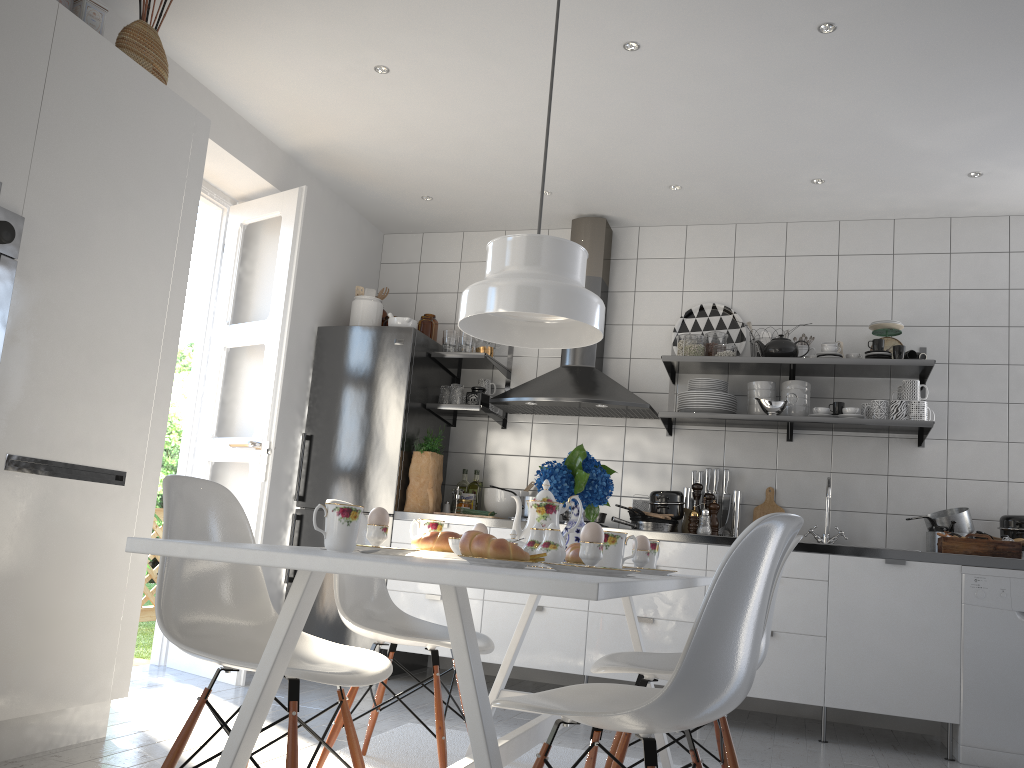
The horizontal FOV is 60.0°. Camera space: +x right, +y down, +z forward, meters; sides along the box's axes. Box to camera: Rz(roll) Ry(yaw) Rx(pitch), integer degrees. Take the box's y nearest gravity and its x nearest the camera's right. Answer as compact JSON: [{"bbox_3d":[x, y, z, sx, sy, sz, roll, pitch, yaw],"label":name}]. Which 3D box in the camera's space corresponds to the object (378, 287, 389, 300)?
[{"bbox_3d":[-0.768,-0.409,4.992,0.131,0.294,0.057,5,-8,-2],"label":"object"}]

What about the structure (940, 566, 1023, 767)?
[{"bbox_3d":[2.188,1.203,3.781,0.574,0.786,0.511,2,-9,18],"label":"structure"}]

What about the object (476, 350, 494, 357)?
[{"bbox_3d":[-0.153,-0.158,4.906,0.100,0.036,0.100,-3,-13,37],"label":"object"}]

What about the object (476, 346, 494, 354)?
[{"bbox_3d":[-0.153,-0.180,4.909,0.100,0.048,0.100,-4,-13,41],"label":"object"}]

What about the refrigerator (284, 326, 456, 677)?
[{"bbox_3d":[-0.777,0.637,4.890,0.576,1.790,0.698,2,-9,18],"label":"refrigerator"}]

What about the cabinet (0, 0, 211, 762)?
[{"bbox_3d":[-1.600,-0.046,2.406,0.513,2.084,1.386,2,-9,18],"label":"cabinet"}]

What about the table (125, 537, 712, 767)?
[{"bbox_3d":[-0.019,0.775,2.180,0.813,0.656,1.838,2,-11,18],"label":"table"}]

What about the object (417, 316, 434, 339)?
[{"bbox_3d":[-0.490,-0.304,5.023,0.093,0.153,0.094,-3,-12,40],"label":"object"}]

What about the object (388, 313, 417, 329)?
[{"bbox_3d":[-0.598,-0.321,4.862,0.159,0.109,0.174,3,-10,13],"label":"object"}]

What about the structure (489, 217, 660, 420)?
[{"bbox_3d":[0.369,-0.396,4.828,0.868,1.086,0.475,2,-9,18],"label":"structure"}]

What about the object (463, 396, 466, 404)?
[{"bbox_3d":[-0.299,0.124,5.113,0.083,0.099,0.109,7,-10,-12],"label":"object"}]

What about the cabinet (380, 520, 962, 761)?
[{"bbox_3d":[0.999,1.182,4.244,3.236,0.791,0.666,2,-10,18],"label":"cabinet"}]

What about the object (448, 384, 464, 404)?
[{"bbox_3d":[-0.303,0.062,4.836,0.086,0.119,0.086,3,-9,15],"label":"object"}]

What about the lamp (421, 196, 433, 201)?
[{"bbox_3d":[-0.470,-1.040,4.910,0.064,0.030,0.064,3,-10,11],"label":"lamp"}]

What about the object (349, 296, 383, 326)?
[{"bbox_3d":[-0.816,-0.372,4.960,0.174,0.207,0.175,3,-10,14],"label":"object"}]

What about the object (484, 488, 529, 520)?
[{"bbox_3d":[-0.035,0.671,4.855,0.248,0.174,0.248,11,-11,-31],"label":"object"}]

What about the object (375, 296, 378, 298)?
[{"bbox_3d":[-0.777,-0.387,4.994,0.051,0.245,0.115,8,-9,-17],"label":"object"}]

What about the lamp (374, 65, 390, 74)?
[{"bbox_3d":[-0.528,-1.288,3.602,0.064,0.030,0.064,3,-10,11],"label":"lamp"}]

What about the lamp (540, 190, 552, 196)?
[{"bbox_3d":[0.179,-1.023,4.698,0.064,0.030,0.064,3,-10,11],"label":"lamp"}]

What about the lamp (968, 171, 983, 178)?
[{"bbox_3d":[2.126,-0.970,4.063,0.064,0.030,0.064,3,-10,11],"label":"lamp"}]

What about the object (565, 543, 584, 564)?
[{"bbox_3d":[0.194,0.426,2.203,0.124,0.057,0.162,-2,-12,32],"label":"object"}]

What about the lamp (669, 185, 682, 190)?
[{"bbox_3d":[0.828,-1.005,4.487,0.064,0.030,0.064,3,-10,11],"label":"lamp"}]

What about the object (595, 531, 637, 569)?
[{"bbox_3d":[0.227,0.386,2.027,0.078,0.095,0.091,11,-11,-35],"label":"object"}]

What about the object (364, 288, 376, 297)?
[{"bbox_3d":[-0.810,-0.415,4.976,0.064,0.288,0.141,6,-9,-8],"label":"object"}]

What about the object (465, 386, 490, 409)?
[{"bbox_3d":[-0.187,0.078,4.876,0.100,0.122,0.101,0,-10,28],"label":"object"}]

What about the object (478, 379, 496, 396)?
[{"bbox_3d":[-0.152,0.026,5.063,0.083,0.099,0.109,12,-12,-37],"label":"object"}]

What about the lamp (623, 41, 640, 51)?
[{"bbox_3d":[0.444,-1.262,3.285,0.064,0.030,0.064,3,-10,11],"label":"lamp"}]

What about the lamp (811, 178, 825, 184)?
[{"bbox_3d":[1.477,-0.987,4.275,0.064,0.030,0.064,3,-10,11],"label":"lamp"}]

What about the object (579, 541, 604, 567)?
[{"bbox_3d":[0.157,0.344,1.764,0.048,0.057,0.048,11,-11,-31],"label":"object"}]

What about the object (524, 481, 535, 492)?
[{"bbox_3d":[0.023,0.640,4.873,0.222,0.231,0.081,9,-9,-21],"label":"object"}]

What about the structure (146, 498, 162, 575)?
[{"bbox_3d":[-2.744,0.801,5.285,1.261,1.273,1.183,2,-10,19],"label":"structure"}]

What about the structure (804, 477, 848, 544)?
[{"bbox_3d":[1.580,0.640,4.359,0.189,0.350,0.276,6,-9,-5],"label":"structure"}]

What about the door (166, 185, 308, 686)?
[{"bbox_3d":[-1.329,0.201,4.249,0.602,2.313,0.157,-2,-11,38],"label":"door"}]

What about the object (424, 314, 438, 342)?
[{"bbox_3d":[-0.486,-0.304,5.132,0.097,0.194,0.097,2,-9,18],"label":"object"}]

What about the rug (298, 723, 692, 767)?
[{"bbox_3d":[-0.062,1.091,2.091,1.426,0.004,2.325,2,-11,18],"label":"rug"}]

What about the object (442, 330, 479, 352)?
[{"bbox_3d":[-0.289,-0.215,4.937,0.190,0.133,0.230,4,-10,9],"label":"object"}]

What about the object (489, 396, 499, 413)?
[{"bbox_3d":[-0.127,0.125,5.041,0.108,0.099,0.083,4,-9,7],"label":"object"}]

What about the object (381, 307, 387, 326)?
[{"bbox_3d":[-0.803,-0.346,5.165,0.118,0.235,0.118,-3,-12,43],"label":"object"}]

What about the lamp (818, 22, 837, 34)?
[{"bbox_3d":[1.093,-1.244,3.073,0.064,0.030,0.064,3,-10,11],"label":"lamp"}]

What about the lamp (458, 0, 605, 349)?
[{"bbox_3d":[0.104,-0.782,2.366,0.375,1.315,0.374,12,-11,-40],"label":"lamp"}]

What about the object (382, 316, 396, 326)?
[{"bbox_3d":[-0.695,-0.308,5.097,0.113,0.153,0.113,13,-12,-43],"label":"object"}]

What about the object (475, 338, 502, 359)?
[{"bbox_3d":[-0.162,-0.229,5.104,0.192,0.243,0.207,2,-10,16],"label":"object"}]

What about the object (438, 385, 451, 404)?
[{"bbox_3d":[-0.365,0.071,4.915,0.086,0.119,0.086,0,-10,28],"label":"object"}]

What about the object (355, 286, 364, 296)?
[{"bbox_3d":[-0.859,-0.409,4.949,0.054,0.261,0.150,6,-9,-7],"label":"object"}]

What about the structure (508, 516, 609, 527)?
[{"bbox_3d":[0.240,0.716,4.567,0.467,0.028,0.493,2,-11,18],"label":"structure"}]

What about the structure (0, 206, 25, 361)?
[{"bbox_3d":[-1.533,-0.201,2.149,0.321,0.605,0.731,2,-10,18],"label":"structure"}]
